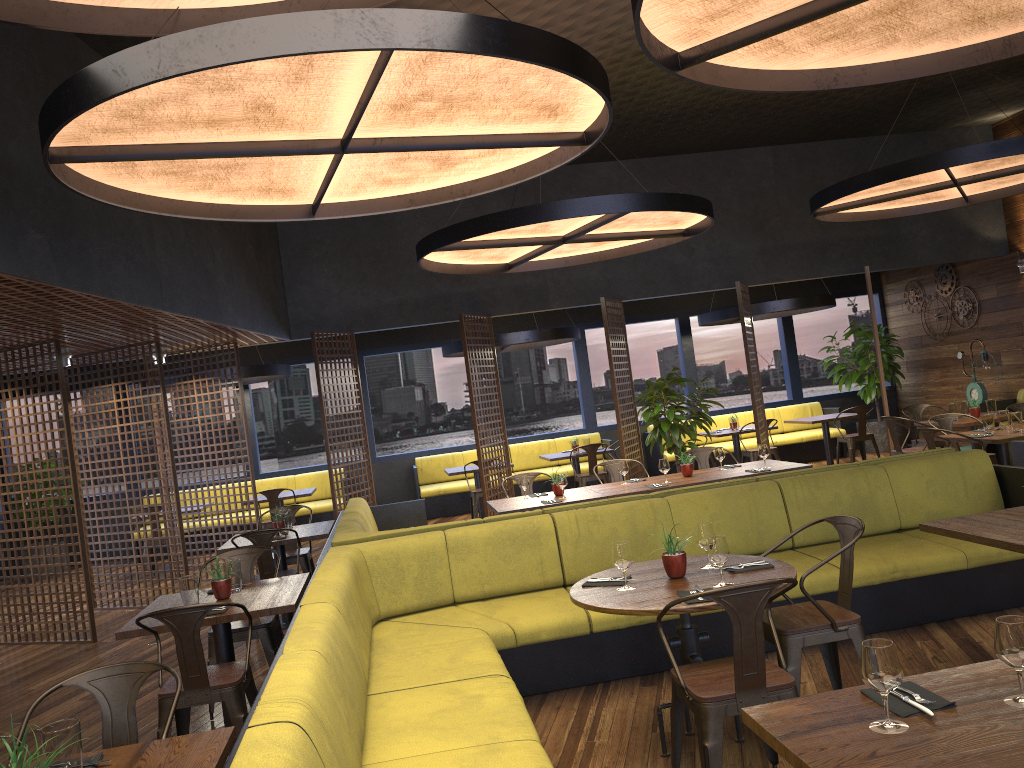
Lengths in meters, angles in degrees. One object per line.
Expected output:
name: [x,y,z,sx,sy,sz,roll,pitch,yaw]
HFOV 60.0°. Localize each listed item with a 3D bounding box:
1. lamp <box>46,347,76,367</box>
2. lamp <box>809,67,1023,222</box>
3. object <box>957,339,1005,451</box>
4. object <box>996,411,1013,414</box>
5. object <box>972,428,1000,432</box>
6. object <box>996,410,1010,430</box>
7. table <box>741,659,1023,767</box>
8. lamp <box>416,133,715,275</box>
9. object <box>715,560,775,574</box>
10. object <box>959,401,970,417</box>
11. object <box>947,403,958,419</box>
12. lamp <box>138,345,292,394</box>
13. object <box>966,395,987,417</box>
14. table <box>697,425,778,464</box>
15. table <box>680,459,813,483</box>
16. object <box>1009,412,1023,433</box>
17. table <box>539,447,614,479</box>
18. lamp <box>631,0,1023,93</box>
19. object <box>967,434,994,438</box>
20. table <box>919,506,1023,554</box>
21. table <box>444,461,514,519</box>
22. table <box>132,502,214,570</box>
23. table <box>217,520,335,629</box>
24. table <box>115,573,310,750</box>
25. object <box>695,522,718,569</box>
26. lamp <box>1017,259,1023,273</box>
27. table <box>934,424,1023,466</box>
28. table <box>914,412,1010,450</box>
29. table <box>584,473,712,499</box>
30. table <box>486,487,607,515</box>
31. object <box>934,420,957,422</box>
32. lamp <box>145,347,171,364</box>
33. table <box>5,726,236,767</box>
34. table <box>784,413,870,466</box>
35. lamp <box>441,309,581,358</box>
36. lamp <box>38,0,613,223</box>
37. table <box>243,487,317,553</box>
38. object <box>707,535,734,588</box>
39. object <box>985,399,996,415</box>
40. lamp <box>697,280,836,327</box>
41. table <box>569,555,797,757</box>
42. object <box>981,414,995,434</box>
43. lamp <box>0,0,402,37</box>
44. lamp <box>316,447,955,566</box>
lamp: [-4.401,-0.261,8.693,0.228,0.172,0.228,-7,-1,-8]
lamp: [4.351,-2.613,8.858,2.778,1.362,2.778,-7,-1,-44]
object: [6.606,0.173,12.402,0.459,1.615,0.848,-7,-1,-8]
object: [5.491,0.321,9.933,0.157,0.019,0.255,-7,-1,-9]
object: [4.503,0.431,8.397,0.157,0.019,0.255,-7,-1,-9]
object: [4.596,0.337,8.289,0.102,0.178,0.102,-7,-1,-23]
table: [1.174,1.182,2.017,0.906,0.763,0.887,-7,-1,-8]
lamp: [0.400,-2.022,8.367,2.778,1.475,2.778,-7,-1,-8]
object: [1.053,0.832,4.046,0.255,0.019,0.157,-7,-1,-6]
object: [5.161,0.286,10.095,0.102,0.178,0.102,-8,-1,27]
object: [4.971,0.310,9.989,0.102,0.178,0.102,-7,-1,-23]
lamp: [-4.145,-1.067,12.067,1.979,2.172,1.979,-7,-1,-2]
object: [5.153,0.238,9.899,0.238,0.271,0.260,-8,-1,13]
table: [3.304,1.044,12.900,0.906,0.763,0.887,-7,-1,-8]
table: [2.100,1.137,7.907,0.906,0.763,0.887,-7,-1,-8]
object: [4.515,0.343,7.934,0.102,0.178,0.102,-8,-1,27]
table: [0.948,1.351,12.560,0.906,0.763,0.887,-7,-1,-8]
lamp: [1.726,-2.266,3.140,2.778,1.475,2.778,-8,-1,41]
object: [4.217,0.464,8.028,0.157,0.019,0.255,-7,-1,-9]
table: [2.627,1.018,4.141,0.887,0.763,0.906,-7,-1,-8]
table: [-0.427,1.530,12.358,0.887,0.763,0.906,-7,-1,-8]
table: [-4.452,2.053,11.777,0.887,0.763,0.906,-7,-1,-8]
table: [-1.947,1.668,7.622,0.887,0.763,0.906,-7,-1,-8]
table: [-1.569,1.582,4.950,0.887,0.763,0.906,-7,-1,-8]
object: [0.915,0.757,4.167,0.097,0.206,0.097,-8,-1,30]
lamp: [6.789,-1.558,11.741,0.189,0.215,0.215,-7,-1,-8]
table: [4.584,0.812,8.107,0.887,0.763,0.906,-7,-1,-8]
table: [5.214,0.753,9.903,0.887,0.763,0.906,-7,-1,-8]
table: [1.214,1.252,7.774,0.906,0.763,0.887,-7,-1,-8]
table: [0.324,1.368,7.645,0.906,0.763,0.887,-7,-1,-8]
object: [4.833,0.408,9.915,0.157,0.019,0.255,-7,-1,-9]
lamp: [-3.916,-0.310,9.829,0.228,0.172,0.228,-7,-1,-8]
table: [-1.194,1.498,2.277,0.887,0.763,0.906,-7,-1,-8]
table: [4.677,0.866,13.094,0.887,0.763,0.906,-7,-1,-8]
lamp: [-0.143,-1.587,12.644,1.979,2.172,1.979,-8,-1,37]
lamp: [-0.961,-1.892,4.593,2.778,1.475,2.778,-7,-1,-4]
table: [-3.078,1.874,11.975,0.887,0.763,0.906,-7,-1,-8]
object: [0.886,0.756,3.783,0.097,0.206,0.097,-8,-1,17]
object: [5.332,0.261,9.861,0.102,0.178,0.102,-8,-1,27]
lamp: [3.634,-2.080,13.189,1.979,2.172,1.979,-7,-1,-23]
table: [0.807,1.256,3.990,1.007,0.760,1.007,-8,-1,29]
object: [4.355,0.366,8.102,0.102,0.178,0.102,-7,-1,-23]
lamp: [-1.083,-2.084,2.358,2.778,1.159,2.778,-8,-1,42]
lamp: [-1.533,0.621,7.006,9.057,2.714,3.017,-7,-1,-8]
